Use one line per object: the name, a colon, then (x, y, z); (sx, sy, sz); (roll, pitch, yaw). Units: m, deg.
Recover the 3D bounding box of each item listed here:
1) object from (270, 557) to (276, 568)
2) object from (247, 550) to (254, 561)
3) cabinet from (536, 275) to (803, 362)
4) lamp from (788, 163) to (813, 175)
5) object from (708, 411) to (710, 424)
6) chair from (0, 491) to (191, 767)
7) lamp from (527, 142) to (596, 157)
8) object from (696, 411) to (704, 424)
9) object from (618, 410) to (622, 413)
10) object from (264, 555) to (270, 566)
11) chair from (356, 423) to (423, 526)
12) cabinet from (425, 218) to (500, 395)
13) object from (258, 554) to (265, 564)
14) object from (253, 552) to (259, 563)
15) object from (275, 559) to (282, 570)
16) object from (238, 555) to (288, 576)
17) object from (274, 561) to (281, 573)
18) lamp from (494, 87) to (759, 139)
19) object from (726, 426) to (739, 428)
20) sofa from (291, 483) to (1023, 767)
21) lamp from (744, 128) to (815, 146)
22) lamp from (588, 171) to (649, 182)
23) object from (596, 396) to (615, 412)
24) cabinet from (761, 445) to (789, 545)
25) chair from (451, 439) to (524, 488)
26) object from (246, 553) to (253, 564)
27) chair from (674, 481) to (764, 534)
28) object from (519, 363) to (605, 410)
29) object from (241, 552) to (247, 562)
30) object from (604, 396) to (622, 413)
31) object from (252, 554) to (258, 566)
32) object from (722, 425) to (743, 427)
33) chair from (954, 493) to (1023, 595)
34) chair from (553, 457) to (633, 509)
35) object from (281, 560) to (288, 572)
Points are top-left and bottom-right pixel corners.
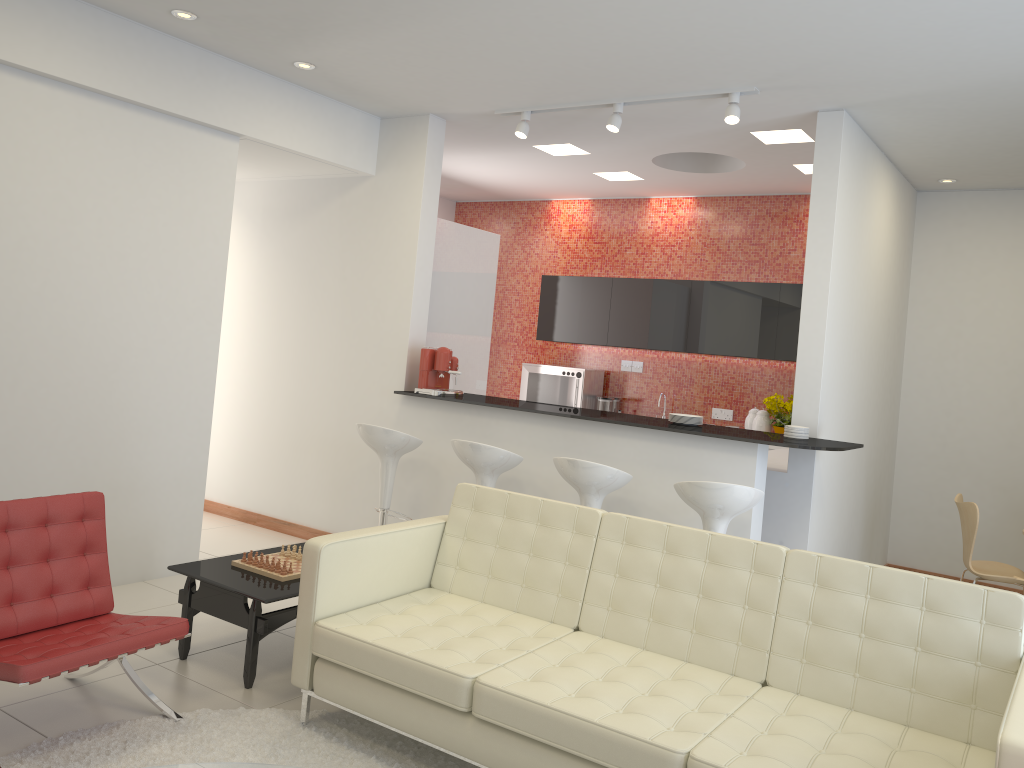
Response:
object: (-1.135, 0.847, 4.209); (0.030, 0.050, 0.030); (5, 0, 41)
object: (-1.267, 0.832, 4.298); (0.030, 0.050, 0.030); (5, 0, 41)
cabinet: (1.707, -0.614, 8.190); (3.250, 0.660, 0.351); (7, 0, 34)
lamp: (2.415, -1.696, 6.908); (0.409, 0.034, 0.407); (7, 3, 34)
object: (1.765, 0.346, 7.923); (0.009, 0.195, 0.139); (5, 0, 3)
chair: (-1.731, 0.886, 3.353); (0.708, 0.817, 0.698); (5, 0, 29)
lamp: (0.399, -1.886, 7.072); (0.409, 0.034, 0.407); (7, 3, 34)
object: (1.703, 0.342, 7.909); (0.011, 0.178, 0.164); (6, 0, -43)
object: (1.040, 0.297, 8.571); (0.037, 0.092, 0.037); (5, -1, 34)
object: (-1.168, 0.843, 4.231); (0.030, 0.050, 0.030); (5, 0, 41)
chair: (-0.839, 0.770, 5.829); (0.458, 1.022, 0.463); (5, -1, 45)
cabinet: (-1.180, -0.079, 7.409); (1.641, 2.526, 1.054); (5, -1, 34)
object: (-1.201, 0.839, 4.254); (0.030, 0.050, 0.030); (5, 0, 41)
object: (-1.234, 0.835, 4.276); (0.030, 0.050, 0.030); (5, 0, 41)
object: (-1.102, 0.851, 4.186); (0.030, 0.050, 0.030); (5, 0, 41)
object: (-1.098, 0.870, 4.302); (0.347, 0.001, 0.349); (7, 3, 34)
object: (-1.091, 0.853, 4.131); (0.030, 0.052, 0.030); (5, 0, 41)
lamp: (0.641, -1.690, 5.589); (1.826, 0.199, 0.112); (7, 1, 34)
object: (1.967, 0.420, 7.913); (0.121, 0.084, 0.121); (5, 1, -1)
sofa: (0.460, 1.031, 3.228); (2.571, 0.923, 0.998); (6, 1, 34)
lamp: (1.861, -1.714, 6.082); (0.409, 0.034, 0.407); (7, 3, 34)
lamp: (0.953, -1.868, 7.898); (0.409, 0.034, 0.407); (7, 3, 34)
object: (0.888, 0.236, 8.490); (0.171, 0.216, 0.172); (5, 0, -38)
cabinet: (0.940, 0.890, 7.307); (3.343, 0.985, 2.488); (7, 2, 34)
chair: (-0.183, 0.847, 5.385); (0.458, 1.022, 0.463); (5, -1, 45)
object: (-1.256, 0.833, 4.243); (0.030, 0.052, 0.030); (5, 0, 41)
chair: (1.028, 0.989, 4.568); (0.458, 1.022, 0.463); (5, -1, 20)
object: (0.485, 0.060, 8.831); (0.724, 0.471, 0.434); (6, 1, 34)
object: (-1.290, 0.834, 4.265); (0.030, 0.044, 0.030); (5, 0, 41)
object: (0.984, 0.236, 8.705); (0.171, 0.216, 0.172); (5, 0, -38)
object: (-1.223, 0.836, 4.220); (0.030, 0.055, 0.030); (5, 0, 41)
object: (1.966, 0.374, 7.894); (0.233, 0.009, 0.008); (4, 1, -27)
chair: (3.026, 1.193, 5.542); (0.516, 0.908, 0.520); (5, 0, 18)
chair: (0.421, 0.918, 4.976); (0.458, 1.022, 0.463); (5, -1, 45)
object: (-1.069, 0.855, 4.164); (0.030, 0.050, 0.030); (5, 0, 41)
